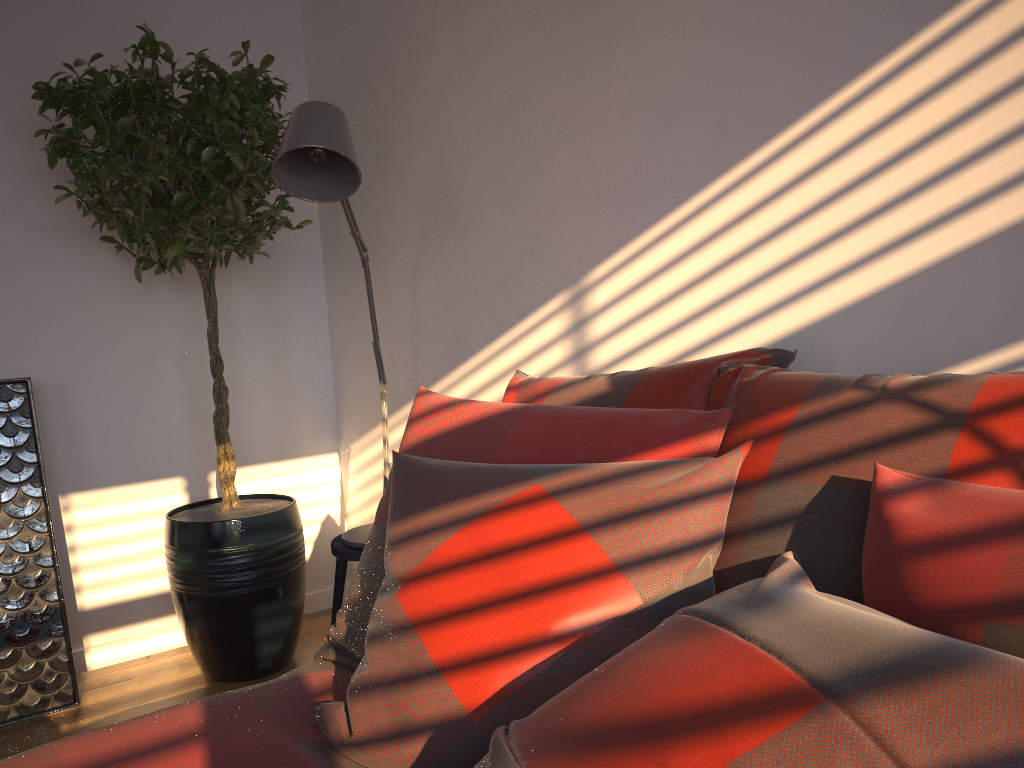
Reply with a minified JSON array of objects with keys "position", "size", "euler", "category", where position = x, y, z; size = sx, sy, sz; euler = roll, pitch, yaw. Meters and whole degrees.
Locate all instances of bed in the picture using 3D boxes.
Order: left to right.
[{"position":[-0.206,0.693,0.814],"size":[2.305,0.775,2.031],"euler":[-7,6,-35],"category":"bed"}]

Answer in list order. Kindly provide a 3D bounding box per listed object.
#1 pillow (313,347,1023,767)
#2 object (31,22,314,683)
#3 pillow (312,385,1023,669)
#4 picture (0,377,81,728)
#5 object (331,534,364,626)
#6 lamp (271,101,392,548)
[{"position":[0.277,0.348,1.118],"size":[1.140,0.738,2.137],"euler":[-8,7,-37],"category":"pillow"},{"position":[-1.000,-0.055,2.843],"size":[0.798,2.033,0.810],"euler":[-8,9,-32],"category":"object"},{"position":[0.256,0.314,1.199],"size":[0.526,0.555,1.810],"euler":[-8,7,-34],"category":"pillow"},{"position":[-1.841,0.541,2.463],"size":[1.021,1.034,0.209],"euler":[-8,9,-35],"category":"picture"},{"position":[-0.355,0.693,2.670],"size":[0.340,0.483,0.337],"euler":[-8,8,-35],"category":"object"},{"position":[-0.421,-0.086,2.314],"size":[0.279,1.135,0.783],"euler":[-3,7,5],"category":"lamp"}]
